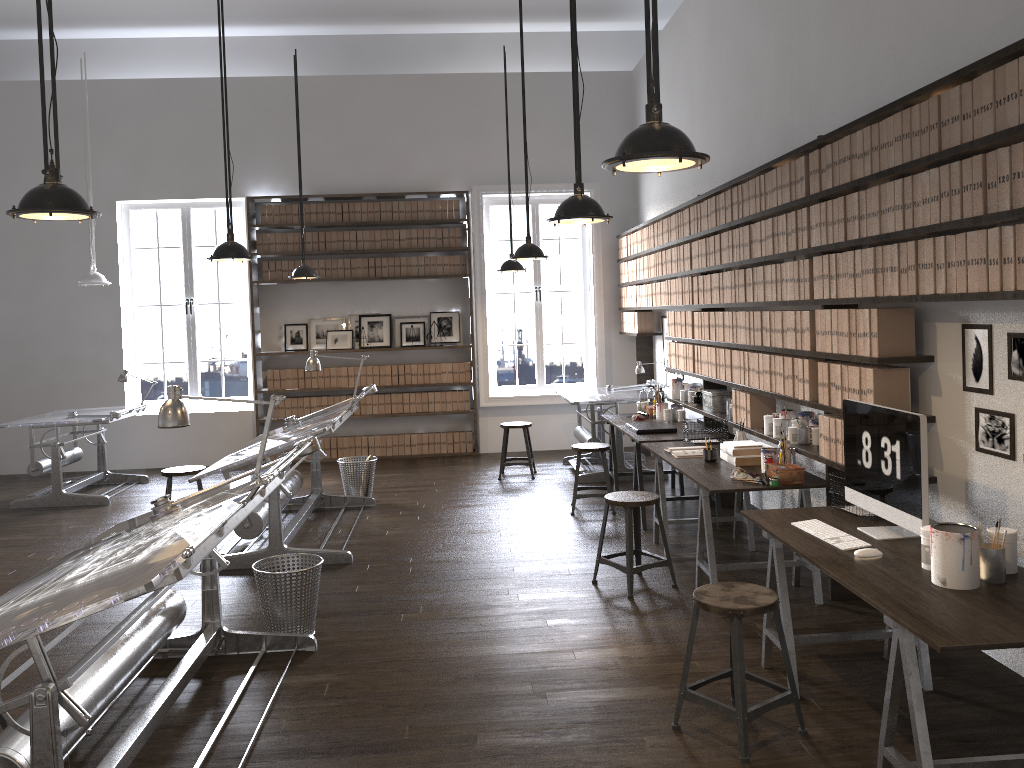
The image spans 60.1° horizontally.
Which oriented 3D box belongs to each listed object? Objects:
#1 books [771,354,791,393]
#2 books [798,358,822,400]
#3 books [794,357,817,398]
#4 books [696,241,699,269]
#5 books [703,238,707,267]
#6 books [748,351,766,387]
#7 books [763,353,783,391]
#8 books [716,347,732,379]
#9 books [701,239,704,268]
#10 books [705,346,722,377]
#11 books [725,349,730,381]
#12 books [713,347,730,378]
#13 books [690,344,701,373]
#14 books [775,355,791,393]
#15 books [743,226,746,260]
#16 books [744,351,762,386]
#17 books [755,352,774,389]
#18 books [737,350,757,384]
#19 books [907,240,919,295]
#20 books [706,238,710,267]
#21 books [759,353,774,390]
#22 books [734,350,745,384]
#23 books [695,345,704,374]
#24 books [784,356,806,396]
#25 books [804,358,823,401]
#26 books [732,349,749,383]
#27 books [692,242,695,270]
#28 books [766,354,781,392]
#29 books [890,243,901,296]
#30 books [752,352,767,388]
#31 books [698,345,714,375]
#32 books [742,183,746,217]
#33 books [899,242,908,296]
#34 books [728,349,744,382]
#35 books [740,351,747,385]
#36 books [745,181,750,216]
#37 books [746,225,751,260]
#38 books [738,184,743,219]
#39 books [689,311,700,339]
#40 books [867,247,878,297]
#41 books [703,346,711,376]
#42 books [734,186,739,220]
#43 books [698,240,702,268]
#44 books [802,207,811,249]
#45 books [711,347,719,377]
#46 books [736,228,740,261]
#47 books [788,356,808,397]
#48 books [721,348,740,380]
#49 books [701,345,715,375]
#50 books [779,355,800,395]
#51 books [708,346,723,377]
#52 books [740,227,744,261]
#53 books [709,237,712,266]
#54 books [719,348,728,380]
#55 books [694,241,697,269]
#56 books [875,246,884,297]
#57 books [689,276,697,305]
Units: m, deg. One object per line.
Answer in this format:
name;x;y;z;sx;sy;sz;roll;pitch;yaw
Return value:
books;1.654;-0.065;5.325;0.174;0.225;0.067;-2;2;-4
books;1.678;-0.030;4.888;0.174;0.225;0.067;-2;2;-4
books;1.678;-0.036;4.964;0.174;0.225;0.067;-2;2;-4
books;1.518;-1.000;6.854;0.174;0.225;0.067;-2;2;-4
books;1.531;-0.984;6.653;0.174;0.225;0.067;-2;2;-4
books;1.628;-0.097;5.734;0.174;0.225;0.067;-2;2;-4
books;1.644;-0.075;5.459;0.174;0.225;0.067;-2;2;-4
books;1.581;-0.152;6.437;0.174;0.225;0.067;-2;2;-4
books;1.531;-0.989;6.719;0.174;0.225;0.067;-2;2;-4
books;1.558;-0.172;6.706;0.174;0.225;0.067;-2;2;-4
books;1.595;-0.135;6.225;0.174;0.225;0.067;-2;2;-4
books;1.570;-0.157;6.504;0.174;0.225;0.067;-2;2;-4
books;1.531;-0.205;7.120;0.174;0.225;0.067;-2;2;-4
books;1.658;-0.059;5.254;0.174;0.225;0.067;-2;2;-4
books;1.595;-0.913;5.742;0.174;0.225;0.067;-2;2;-4
books;1.619;-0.102;5.803;0.174;0.225;0.067;-2;2;-4
books;1.631;-0.086;5.593;0.174;0.225;0.067;-2;2;-4
books;1.607;-0.113;5.947;0.174;0.225;0.067;-2;2;-4
books;1.737;-0.482;3.665;0.174;0.225;0.067;-2;2;-4
books;1.541;-0.979;6.586;0.174;0.225;0.067;-2;2;-4
books;1.638;-0.080;5.521;0.174;0.225;0.067;-2;2;-4
books;1.607;-0.118;6.010;0.174;0.225;0.067;-2;2;-4
books;1.538;-0.194;6.987;0.174;0.225;0.067;-2;2;-4
books;1.668;-0.048;5.113;0.174;0.225;0.067;-2;2;-4
books;1.685;-0.024;4.811;0.174;0.225;0.067;-2;2;-4
books;1.605;-0.123;6.076;0.174;0.225;0.067;-2;2;-4
books;1.515;-1.011;6.994;0.174;0.225;0.067;-2;2;-4
books;1.643;-0.070;5.392;0.174;0.225;0.067;-2;2;-4
books;1.729;-0.493;3.811;0.174;0.225;0.067;-2;2;-4
books;1.631;-0.091;5.664;0.174;0.225;0.067;-2;2;-4
books;1.546;-0.189;6.915;0.174;0.225;0.067;-2;2;-4
books;1.587;-1.190;5.735;0.174;0.225;0.067;-2;2;-4
books;1.738;-0.488;3.741;0.174;0.225;0.067;-2;2;-4
books;1.595;-0.129;6.149;0.174;0.225;0.067;-2;2;-4
books;1.611;-0.107;5.875;0.174;0.225;0.067;-2;2;-4
books;1.590;-1.184;5.665;0.174;0.225;0.067;-2;2;-4
books;1.595;-0.907;5.675;0.174;0.225;0.067;-2;2;-4
books;1.579;-1.195;5.804;0.174;0.225;0.067;-2;2;-4
books;1.520;-0.474;7.108;0.174;0.225;0.067;-2;2;-4
books;1.713;-0.509;4.020;0.174;0.225;0.067;-2;2;-4
books;1.558;-0.178;6.776;0.174;0.225;0.067;-2;2;-4
books;1.571;-1.200;5.876;0.174;0.225;0.067;-2;2;-4
books;1.525;-0.994;6.782;0.174;0.225;0.067;-2;2;-4
books;1.659;-0.836;4.761;0.174;0.225;0.067;-2;2;-4
books;1.571;-0.162;6.571;0.174;0.225;0.067;-2;2;-4
books;1.583;-0.923;5.877;0.174;0.225;0.067;-2;2;-4
books;1.668;-0.042;5.038;0.174;0.225;0.067;-2;2;-4
books;1.586;-0.140;6.295;0.174;0.225;0.067;-2;2;-4
books;1.555;-0.184;6.846;0.174;0.225;0.067;-2;2;-4
books;1.659;-0.053;5.183;0.174;0.225;0.067;-2;2;-4
books;1.565;-0.167;6.633;0.174;0.225;0.067;-2;2;-4
books;1.589;-0.918;5.805;0.174;0.225;0.067;-2;2;-4
books;1.546;-0.973;6.515;0.174;0.225;0.067;-2;2;-4
books;1.585;-0.146;6.366;0.174;0.225;0.067;-2;2;-4
books;1.518;-1.005;6.925;0.174;0.225;0.067;-2;2;-4
books;1.723;-0.504;3.953;0.174;0.225;0.067;-2;2;-4
books;1.517;-0.751;7.104;0.174;0.225;0.067;-2;2;-4
